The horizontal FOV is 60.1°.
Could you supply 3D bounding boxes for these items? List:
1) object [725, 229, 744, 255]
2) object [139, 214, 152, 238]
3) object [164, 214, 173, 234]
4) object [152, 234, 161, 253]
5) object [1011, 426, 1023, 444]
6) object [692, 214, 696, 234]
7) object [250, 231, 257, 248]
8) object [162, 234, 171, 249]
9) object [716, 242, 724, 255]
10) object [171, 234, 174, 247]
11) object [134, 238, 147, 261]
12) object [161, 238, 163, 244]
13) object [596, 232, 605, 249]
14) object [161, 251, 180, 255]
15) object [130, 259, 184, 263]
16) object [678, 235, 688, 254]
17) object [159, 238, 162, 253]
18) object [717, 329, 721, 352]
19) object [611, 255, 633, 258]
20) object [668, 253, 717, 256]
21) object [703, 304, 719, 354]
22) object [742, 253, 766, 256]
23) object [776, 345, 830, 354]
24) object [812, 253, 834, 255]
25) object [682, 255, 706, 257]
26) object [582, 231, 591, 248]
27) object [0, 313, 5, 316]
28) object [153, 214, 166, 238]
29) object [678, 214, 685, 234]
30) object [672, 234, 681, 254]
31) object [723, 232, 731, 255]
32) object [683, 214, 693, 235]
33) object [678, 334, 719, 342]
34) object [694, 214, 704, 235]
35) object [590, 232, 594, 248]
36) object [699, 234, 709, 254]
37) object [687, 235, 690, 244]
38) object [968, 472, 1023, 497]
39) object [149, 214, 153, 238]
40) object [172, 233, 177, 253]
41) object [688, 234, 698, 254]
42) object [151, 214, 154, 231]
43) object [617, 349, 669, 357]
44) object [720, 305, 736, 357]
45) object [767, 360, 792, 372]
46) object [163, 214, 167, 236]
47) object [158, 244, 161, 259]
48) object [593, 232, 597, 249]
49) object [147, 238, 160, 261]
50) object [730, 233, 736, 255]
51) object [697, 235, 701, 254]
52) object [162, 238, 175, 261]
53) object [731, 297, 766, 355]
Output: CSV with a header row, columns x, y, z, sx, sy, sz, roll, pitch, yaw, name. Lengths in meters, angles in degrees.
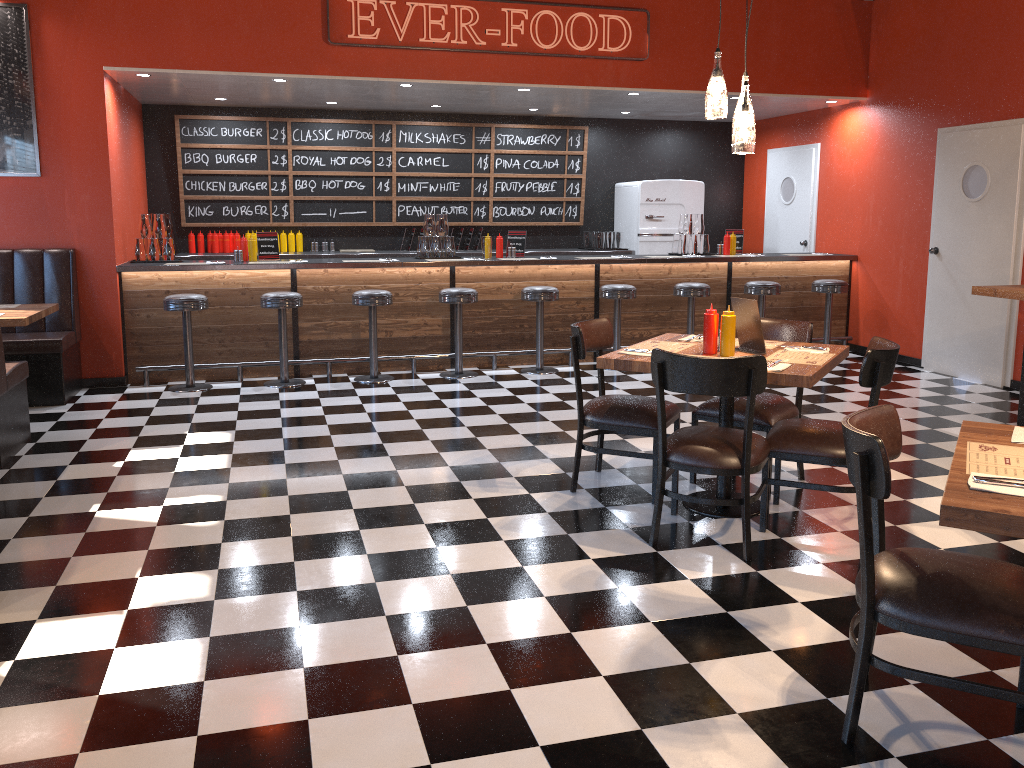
x,y,z,sx,sy,sz,roll,pitch,yaw,name
2.326,-1.488,9.282,0.188,0.255,0.073,3,9,19,object
-3.179,-1.368,7.673,0.105,0.207,0.106,-5,10,-30,object
-3.564,-1.655,9.153,0.105,0.207,0.106,-5,10,-30,object
-3.660,-1.432,9.087,0.105,0.207,0.106,-5,10,-30,object
1.560,0.157,2.604,0.158,0.019,0.256,7,13,31,object
1.880,-1.655,9.168,0.105,0.207,0.106,5,10,29,object
-2.788,-1.533,9.545,0.068,0.236,0.068,-7,11,-38,object
-3.550,-1.440,9.128,0.105,0.207,0.106,-5,10,-30,object
2.166,-1.407,9.186,0.094,0.135,0.047,-3,9,-20,object
-3.582,-1.462,9.242,0.105,0.207,0.106,-5,10,-30,object
-3.229,-1.160,7.690,0.105,0.207,0.106,-5,10,-30,object
-3.705,-1.475,9.312,0.105,0.207,0.106,-5,10,-30,object
1.014,-1.639,10.183,0.105,0.207,0.106,5,10,29,object
-3.623,-1.360,9.221,0.273,0.018,0.440,-3,11,-15,object
-3.121,-1.080,7.785,0.437,0.018,0.274,-3,11,-15,object
1.749,-1.423,9.060,0.105,0.207,0.106,5,10,29,object
-3.685,-1.455,9.206,0.105,0.207,0.106,-5,10,-30,object
1.023,-0.220,4.239,0.047,0.135,0.094,-4,10,-25,object
1.062,-1.241,8.626,0.157,0.019,0.257,-3,11,-15,object
1.856,-1.343,9.155,0.437,0.018,0.274,-3,11,-15,object
0.939,-0.261,4.183,0.068,0.236,0.068,5,10,27,object
2.453,-1.321,9.041,0.157,0.019,0.256,-4,12,-20,object
1.411,-0.174,4.312,0.255,0.019,0.158,5,12,23,object
3.235,-1.362,9.256,0.157,0.019,0.257,-1,11,-5,object
1.802,-1.281,8.834,0.157,0.019,0.257,-4,12,-19,object
0.892,-1.717,10.580,0.105,0.207,0.106,5,10,29,object
-3.373,-0.450,5.714,0.157,0.019,0.257,-3,11,-16,object
-3.062,-1.372,7.693,0.105,0.207,0.106,-5,10,-30,object
1.770,-1.647,9.128,0.105,0.207,0.106,5,10,29,object
1.706,-1.442,9.162,0.105,0.207,0.106,5,10,29,object
2.207,-1.442,9.091,0.068,0.236,0.068,2,9,15,object
1.798,-1.630,9.043,0.105,0.207,0.106,5,10,29,object
0.972,-0.241,4.655,0.158,0.019,0.256,7,13,32,object
1.915,-1.634,9.063,0.105,0.207,0.106,5,10,29,object
0.982,-1.700,10.496,0.105,0.207,0.106,5,10,29,object
1.977,-1.431,9.105,0.105,0.207,0.106,5,10,29,object
1.821,-1.446,9.181,0.105,0.207,0.106,5,10,29,object
1.248,0.246,2.147,0.255,0.019,0.158,6,12,28,object
-3.208,-1.384,7.758,0.105,0.207,0.106,-5,10,-30,object
-3.601,-1.484,9.355,0.105,0.207,0.106,-5,10,-30,object
1.857,-1.426,9.079,0.105,0.207,0.106,5,10,29,object
-3.670,-1.649,9.118,0.105,0.207,0.106,-5,10,-30,object
0.641,-0.152,4.191,0.255,0.019,0.158,7,13,33,object
1.004,-0.249,4.117,0.068,0.236,0.068,0,9,-1,object
1.121,-0.086,3.853,0.158,0.019,0.256,6,13,30,object
-3.098,-1.392,7.798,0.105,0.207,0.106,-5,10,-30,object
-3.157,-1.183,7.811,0.105,0.207,0.106,-5,10,-30,object
0.997,-1.660,10.289,0.105,0.207,0.106,5,10,29,object
-3.120,-1.164,7.709,0.105,0.207,0.106,-5,10,-30,object
2.279,-1.453,9.150,0.068,0.236,0.068,8,12,43,object
1.935,-1.452,9.213,0.105,0.207,0.106,5,10,29,object
-3.000,-1.168,7.734,0.105,0.207,0.106,-5,10,-30,object
1.132,-0.283,4.245,0.072,0.255,0.189,-4,10,-25,object
